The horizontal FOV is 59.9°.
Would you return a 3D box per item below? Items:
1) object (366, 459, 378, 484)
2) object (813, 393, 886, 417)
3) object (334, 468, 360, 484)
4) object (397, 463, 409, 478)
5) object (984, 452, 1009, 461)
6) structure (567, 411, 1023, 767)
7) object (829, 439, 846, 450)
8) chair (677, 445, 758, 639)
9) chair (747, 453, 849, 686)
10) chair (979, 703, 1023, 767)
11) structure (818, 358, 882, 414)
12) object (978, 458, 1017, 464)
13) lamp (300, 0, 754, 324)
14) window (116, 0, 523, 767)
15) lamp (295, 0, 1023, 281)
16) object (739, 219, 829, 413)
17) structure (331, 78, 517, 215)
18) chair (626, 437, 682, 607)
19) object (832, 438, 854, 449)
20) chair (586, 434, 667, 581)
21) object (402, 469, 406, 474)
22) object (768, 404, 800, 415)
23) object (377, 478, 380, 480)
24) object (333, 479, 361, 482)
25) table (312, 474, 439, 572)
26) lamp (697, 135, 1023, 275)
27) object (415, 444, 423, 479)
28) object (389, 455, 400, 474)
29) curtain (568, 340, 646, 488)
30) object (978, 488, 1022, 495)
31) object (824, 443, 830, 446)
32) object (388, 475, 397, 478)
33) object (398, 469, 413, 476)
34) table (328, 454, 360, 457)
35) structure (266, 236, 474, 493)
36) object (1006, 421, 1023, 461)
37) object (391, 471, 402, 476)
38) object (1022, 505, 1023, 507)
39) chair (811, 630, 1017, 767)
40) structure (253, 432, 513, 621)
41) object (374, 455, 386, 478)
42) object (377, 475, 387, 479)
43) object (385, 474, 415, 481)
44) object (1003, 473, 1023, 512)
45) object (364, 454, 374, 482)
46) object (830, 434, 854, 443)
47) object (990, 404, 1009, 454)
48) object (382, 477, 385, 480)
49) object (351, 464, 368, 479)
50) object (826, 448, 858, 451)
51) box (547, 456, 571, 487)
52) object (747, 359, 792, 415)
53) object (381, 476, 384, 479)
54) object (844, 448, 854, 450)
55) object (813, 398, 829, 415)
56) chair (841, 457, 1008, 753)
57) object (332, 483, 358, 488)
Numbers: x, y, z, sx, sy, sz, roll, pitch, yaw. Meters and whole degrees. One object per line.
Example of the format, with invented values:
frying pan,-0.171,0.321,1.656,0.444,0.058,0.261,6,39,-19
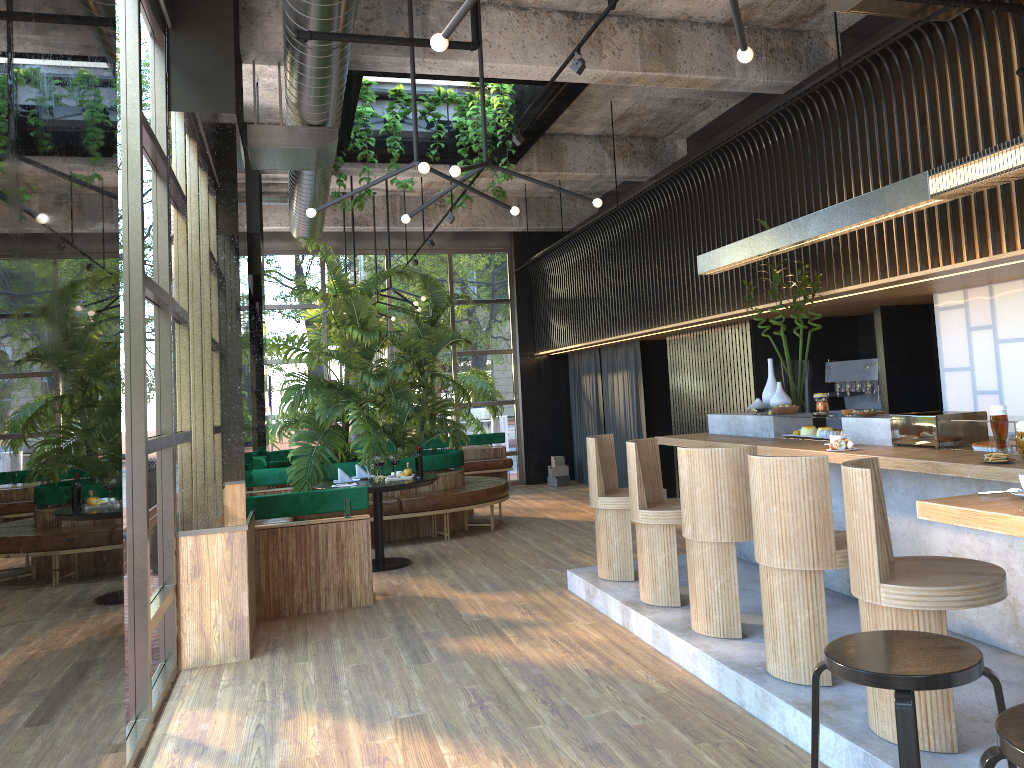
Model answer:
object,-1.214,0.759,7.719,0.102,0.210,0.108,-4,-4,19
object,2.030,0.128,5.527,0.215,0.135,0.785,-3,-1,-7
object,-1.472,0.816,7.904,0.243,0.139,0.222,-2,-2,-32
object,-0.973,0.769,7.942,0.146,0.124,0.095,-2,-3,-35
object,2.042,0.309,3.736,0.094,0.041,0.145,-4,-1,19
structure,4.001,0.403,4.308,6.014,1.737,6.902,-3,-1,-16
object,1.744,0.325,4.764,0.063,0.059,0.071,-2,-3,-25
chair,1.197,0.811,4.803,0.541,0.973,0.551,-4,-4,8
chair,1.381,0.793,4.033,0.522,0.973,0.570,-6,-4,34
chair,1.232,1.064,1.790,0.535,0.699,0.492,-2,-4,-25
structure,3.280,0.545,8.243,0.565,1.601,0.812,-2,-4,-15
object,2.041,0.324,3.732,0.157,0.013,0.142,-3,-1,-45
lamp,1.464,-2.111,4.883,5.234,1.830,18.310,-3,-1,-14
window,0.247,-1.764,4.207,4.260,6.519,19.722,-2,-1,-14
lamp,-0.510,-2.118,8.625,3.904,1.537,9.704,-3,-1,-17
object,2.010,-0.421,6.440,0.651,1.556,0.602,-5,-5,23
structure,-0.799,-2.496,9.312,2.131,1.523,1.434,-4,-3,12
chair,1.009,0.828,5.505,0.573,0.973,0.519,0,-5,-41
object,1.792,0.323,4.795,0.124,0.060,0.073,-5,-3,43
chair,0.824,0.846,6.269,0.554,0.973,0.538,-3,-4,-6
object,-0.981,0.818,8.231,0.060,0.072,0.203,-2,-2,-24
object,1.864,0.174,6.106,0.193,0.073,0.225,-4,-1,4
object,-1.206,0.856,8.005,0.033,0.019,0.037,-3,-1,-3
object,-1.526,0.877,8.135,0.243,0.019,0.164,-4,-1,34
table,-1.190,1.241,7.914,1.044,0.754,1.152,-5,-3,43
lamp,3.462,-2.087,4.533,5.147,2.141,6.495,-3,-1,-21
object,-0.835,0.693,7.951,0.068,0.300,0.068,-3,-5,0
object,-1.087,0.760,8.238,0.106,0.202,0.098,-1,-4,-27
curtain,1.302,0.471,12.640,0.125,2.067,3.171,-2,-2,-14
object,1.530,0.338,2.786,0.030,0.027,0.129,-1,-2,-38
object,1.840,0.344,4.998,0.166,0.020,0.155,-3,-1,-19
object,-1.065,0.831,8.000,0.104,0.013,0.216,-3,-1,-10
object,-0.965,0.800,8.034,0.161,0.064,0.100,-4,-2,45
table,-2.095,1.329,11.637,1.151,0.754,1.045,-2,-2,-36
structure,-1.635,0.000,10.280,2.535,3.451,2.546,-1,-4,-31
object,2.173,0.236,3.738,0.115,0.172,0.132,-2,-3,-22
object,-1.015,0.817,8.120,0.196,0.038,0.062,-4,-2,17
object,1.520,0.344,2.441,0.200,0.013,0.212,-4,-1,20
chair,1.083,1.079,2.401,0.532,0.699,0.495,-2,-3,-20
structure,1.461,0.650,4.369,6.205,1.555,19.483,-3,-1,-14
object,-1.223,0.768,8.236,0.106,0.202,0.098,-1,-4,-27
object,-1.192,0.851,8.104,0.099,0.028,0.126,-3,-1,-1
object,-1.010,0.844,8.020,0.242,0.019,0.347,-3,-1,-5
object,1.528,0.314,2.585,0.177,0.073,0.427,-4,-1,21
object,-1.261,0.744,7.877,0.097,0.246,0.088,0,-5,-33
object,1.860,0.315,5.005,0.138,0.064,0.106,-2,-2,-37
object,2.180,0.208,3.966,0.073,0.233,0.076,-4,-5,17
object,-1.153,0.846,7.959,0.033,0.031,0.039,-4,-2,10
object,-1.378,0.814,8.265,0.243,0.139,0.222,-2,-2,-32
object,1.780,0.353,4.784,0.169,0.005,0.165,-3,-1,-4
box,0.710,1.329,13.562,0.345,0.444,0.268,-2,-4,-27
object,1.865,0.015,6.369,0.305,0.399,0.329,-5,-4,33
object,-1.173,0.848,8.045,0.033,0.032,0.036,-2,-3,-18
object,1.780,0.351,4.780,0.118,0.005,0.124,-4,-1,23
object,2.007,0.146,5.778,0.086,0.107,0.160,-5,-2,31
chair,1.545,0.776,3.302,0.523,0.973,0.569,-5,-4,31
object,-1.421,0.866,7.653,0.262,0.019,0.152,-3,-1,-17
